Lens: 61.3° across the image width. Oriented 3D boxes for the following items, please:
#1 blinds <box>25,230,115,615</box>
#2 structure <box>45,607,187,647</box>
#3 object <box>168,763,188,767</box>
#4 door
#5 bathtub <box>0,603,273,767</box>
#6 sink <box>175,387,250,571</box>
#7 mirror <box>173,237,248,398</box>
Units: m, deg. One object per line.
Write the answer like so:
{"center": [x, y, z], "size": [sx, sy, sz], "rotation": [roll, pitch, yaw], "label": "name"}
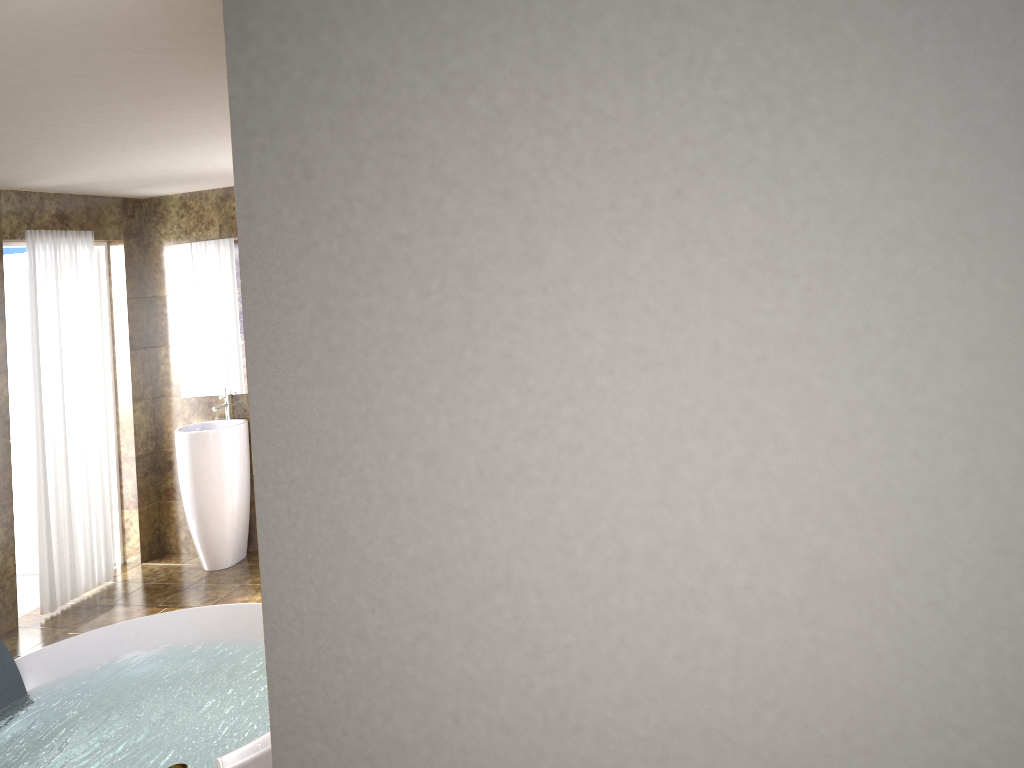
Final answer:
{"center": [-2.739, 0.160, 5.374], "size": [0.067, 2.285, 0.597], "rotation": [-7, -5, 17], "label": "blinds"}
{"center": [-1.484, 1.384, 3.476], "size": [1.993, 0.124, 2.025], "rotation": [-3, 8, 16], "label": "structure"}
{"center": [-0.974, 1.267, 2.522], "size": [0.231, 0.276, 0.228], "rotation": [-5, 0, -12], "label": "object"}
{"center": [-3.275, 0.173, 6.017], "size": [0.959, 2.236, 0.039], "rotation": [-6, -5, 6], "label": "door"}
{"center": [-1.486, 1.376, 3.476], "size": [1.773, 0.523, 1.735], "rotation": [-12, 9, -42], "label": "bathtub"}
{"center": [-1.964, 0.621, 5.696], "size": [0.455, 1.141, 0.436], "rotation": [-7, -4, 19], "label": "sink"}
{"center": [-2.000, -0.470, 6.006], "size": [0.763, 1.096, 0.008], "rotation": [-6, -5, 16], "label": "mirror"}
